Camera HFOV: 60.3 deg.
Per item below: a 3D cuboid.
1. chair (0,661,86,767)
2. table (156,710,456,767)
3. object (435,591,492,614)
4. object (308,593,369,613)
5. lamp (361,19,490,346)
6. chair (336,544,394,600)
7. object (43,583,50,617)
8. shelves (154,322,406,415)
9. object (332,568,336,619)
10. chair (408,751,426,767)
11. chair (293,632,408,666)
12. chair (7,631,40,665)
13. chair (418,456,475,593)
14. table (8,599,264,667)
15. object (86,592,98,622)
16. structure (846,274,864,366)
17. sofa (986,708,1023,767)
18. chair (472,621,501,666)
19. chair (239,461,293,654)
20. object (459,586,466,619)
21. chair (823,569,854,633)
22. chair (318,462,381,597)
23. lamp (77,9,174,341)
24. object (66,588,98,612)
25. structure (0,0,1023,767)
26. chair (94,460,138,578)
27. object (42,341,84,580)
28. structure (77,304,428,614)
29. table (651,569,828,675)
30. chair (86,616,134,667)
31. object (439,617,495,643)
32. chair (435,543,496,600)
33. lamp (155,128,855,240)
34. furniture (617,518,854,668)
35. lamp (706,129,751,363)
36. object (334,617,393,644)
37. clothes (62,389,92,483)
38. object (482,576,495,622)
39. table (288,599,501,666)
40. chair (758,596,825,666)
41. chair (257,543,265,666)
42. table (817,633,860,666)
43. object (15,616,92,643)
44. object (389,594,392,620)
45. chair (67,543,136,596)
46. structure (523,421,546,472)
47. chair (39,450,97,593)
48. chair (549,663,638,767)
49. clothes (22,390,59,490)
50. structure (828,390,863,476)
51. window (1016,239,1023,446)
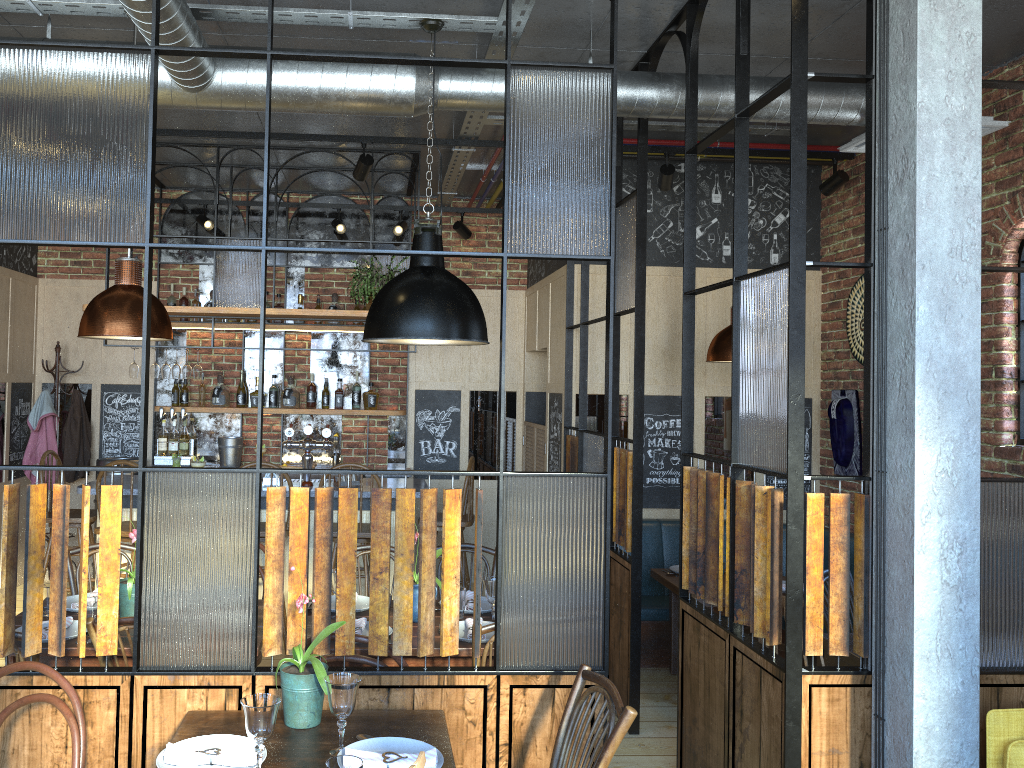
[{"bbox_3d":[-1.093,1.213,2.257,0.564,0.921,0.426,1,-1,16],"label":"chair"},{"bbox_3d":[-0.523,1.322,2.212,0.745,0.727,0.756,1,-1,-6],"label":"table"},{"bbox_3d":[-0.196,0.944,3.807,0.324,0.051,0.270,1,0,-2],"label":"object"},{"bbox_3d":[-0.730,0.934,3.780,0.324,0.051,0.270,1,0,-2],"label":"object"},{"bbox_3d":[-0.343,-0.832,3.641,0.536,1.327,0.522,1,-1,6],"label":"lamp"},{"bbox_3d":[-0.631,1.227,3.977,0.402,0.915,0.526,1,-1,-7],"label":"chair"},{"bbox_3d":[-1.872,0.877,3.576,0.081,0.119,0.088,2,-1,-30],"label":"object"},{"bbox_3d":[-1.971,-0.127,7.644,2.105,0.746,0.607,1,-1,-4],"label":"shelves"},{"bbox_3d":[-0.709,0.863,3.622,0.101,0.192,0.096,1,-1,14],"label":"object"},{"bbox_3d":[-0.374,1.188,1.685,0.512,1.006,0.470,2,-2,-34],"label":"chair"},{"bbox_3d":[-0.498,1.226,2.952,0.446,0.921,0.539,1,-1,10],"label":"chair"},{"bbox_3d":[-1.662,1.204,2.943,0.405,0.915,0.522,1,-1,-2],"label":"chair"},{"bbox_3d":[-0.462,1.103,6.214,0.415,1.196,0.432,1,-1,3],"label":"chair"},{"bbox_3d":[-1.489,1.307,3.506,1.023,0.728,0.733,1,-1,-5],"label":"table"},{"bbox_3d":[-1.636,0.881,3.437,0.080,0.119,0.088,2,-2,-44],"label":"object"},{"bbox_3d":[2.192,-0.395,5.347,0.078,0.619,0.670,1,-1,-11],"label":"structure"},{"bbox_3d":[2.155,1.351,1.775,0.765,0.763,2.058,1,0,-23],"label":"sofa"},{"bbox_3d":[-0.069,1.235,3.166,0.393,0.915,0.537,1,-1,-22],"label":"chair"},{"bbox_3d":[-1.620,1.080,5.652,0.427,1.196,0.419,1,-1,-12],"label":"chair"},{"bbox_3d":[-0.232,0.907,3.653,0.081,0.119,0.087,1,-1,-23],"label":"object"},{"bbox_3d":[1.531,1.266,3.621,0.386,0.915,0.546,2,-2,-42],"label":"chair"},{"bbox_3d":[-1.033,1.091,5.687,0.434,1.196,0.413,1,-1,-2],"label":"chair"},{"bbox_3d":[-1.543,-0.850,3.571,0.352,1.335,0.384,2,-2,-34],"label":"lamp"},{"bbox_3d":[-1.804,0.914,3.719,0.324,0.051,0.270,1,0,-2],"label":"object"},{"bbox_3d":[-1.668,0.011,4.650,5.661,3.328,6.226,1,-1,-23],"label":"structure"},{"bbox_3d":[-2.373,1.065,5.575,0.445,1.196,0.403,1,-1,13],"label":"chair"},{"bbox_3d":[-3.738,0.645,7.150,0.356,1.990,0.350,0,-2,16],"label":"object"},{"bbox_3d":[-1.827,0.586,6.644,2.322,2.175,1.753,1,-1,-5],"label":"structure"},{"bbox_3d":[1.258,1.425,4.978,0.738,0.603,0.750,1,-1,-6],"label":"table"},{"bbox_3d":[-1.234,1.213,3.099,0.405,0.915,0.522,1,-1,-2],"label":"chair"},{"bbox_3d":[-0.117,0.944,3.389,0.324,0.051,0.270,1,0,-2],"label":"object"},{"bbox_3d":[-0.225,1.234,4.049,0.405,0.915,0.521,1,-1,-2],"label":"chair"},{"bbox_3d":[-1.294,-1.373,4.303,7.173,0.274,6.312,1,0,-6],"label":"lamp"},{"bbox_3d":[1.444,1.319,5.242,1.480,0.822,1.454,1,-1,-6],"label":"furniture"},{"bbox_3d":[1.314,-0.792,5.061,0.361,1.335,0.375,1,-1,-14],"label":"lamp"},{"bbox_3d":[-0.571,0.936,3.353,0.324,0.051,0.270,1,0,-2],"label":"object"},{"bbox_3d":[-3.568,0.429,7.234,0.209,0.771,0.240,1,-1,-10],"label":"clothes"},{"bbox_3d":[-0.073,0.875,3.524,0.101,0.192,0.095,1,-1,19],"label":"object"},{"bbox_3d":[-0.366,1.328,3.573,1.023,0.728,0.733,1,-1,-5],"label":"table"},{"bbox_3d":[1.083,1.219,3.063,0.438,1.006,0.551,1,-1,-20],"label":"chair"},{"bbox_3d":[-1.341,1.214,4.026,0.446,0.921,0.539,1,-1,10],"label":"chair"},{"bbox_3d":[1.631,1.365,3.163,0.745,0.727,0.756,1,-1,-6],"label":"table"},{"bbox_3d":[-1.696,0.915,3.289,0.324,0.051,0.270,1,0,-2],"label":"object"},{"bbox_3d":[-0.523,0.901,3.517,0.081,0.119,0.087,1,-1,-23],"label":"object"},{"bbox_3d":[-1.789,1.205,3.919,0.388,0.915,0.543,2,-1,-32],"label":"chair"},{"bbox_3d":[-1.834,0.774,6.128,4.798,0.995,1.321,1,-1,-30],"label":"structure"},{"bbox_3d":[-3.029,1.055,6.061,0.408,1.196,0.439,1,-1,-7],"label":"chair"},{"bbox_3d":[0.004,1.233,2.276,0.513,0.915,0.411,1,-1,-11],"label":"chair"},{"bbox_3d":[-3.738,0.440,7.010,0.279,0.792,0.233,0,-2,20],"label":"clothes"},{"bbox_3d":[2.117,0.316,5.659,0.113,0.559,0.327,1,-1,-8],"label":"structure"},{"bbox_3d":[0.560,-0.309,0.418,8.144,2.431,3.597,1,-1,-40],"label":"window"}]
